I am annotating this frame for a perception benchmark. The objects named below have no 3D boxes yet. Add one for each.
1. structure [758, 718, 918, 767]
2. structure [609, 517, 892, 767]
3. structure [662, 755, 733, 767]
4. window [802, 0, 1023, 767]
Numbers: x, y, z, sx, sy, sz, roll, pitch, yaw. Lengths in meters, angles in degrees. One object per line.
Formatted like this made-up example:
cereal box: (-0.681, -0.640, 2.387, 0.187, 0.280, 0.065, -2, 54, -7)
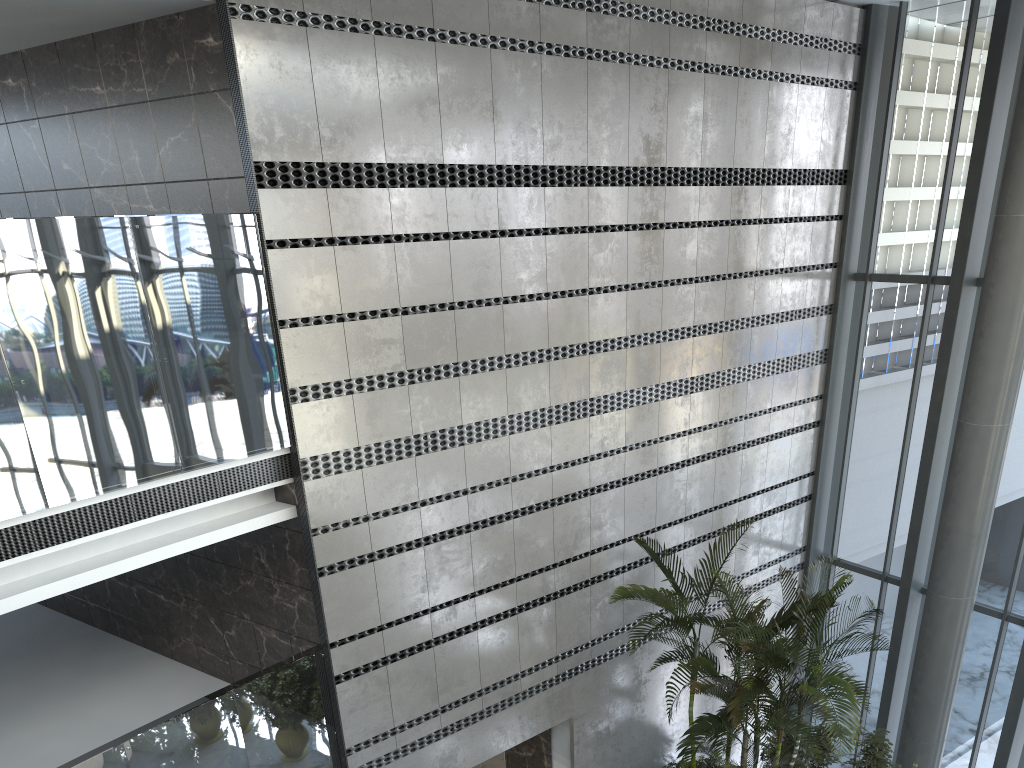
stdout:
structure: (3.417, 4.773, 9.233, 1.772, 2.537, 1.774, 12, 24, 34)
structure: (2.226, 3.662, 8.460, 2.405, 5.143, 2.316, -15, 24, -29)
structure: (2.167, 5.059, 10.071, 1.391, 1.710, 1.026, -1, 20, 4)
window: (0.723, 1.927, 2.442, 18.473, 11.142, 12.434, -8, 18, -23)
